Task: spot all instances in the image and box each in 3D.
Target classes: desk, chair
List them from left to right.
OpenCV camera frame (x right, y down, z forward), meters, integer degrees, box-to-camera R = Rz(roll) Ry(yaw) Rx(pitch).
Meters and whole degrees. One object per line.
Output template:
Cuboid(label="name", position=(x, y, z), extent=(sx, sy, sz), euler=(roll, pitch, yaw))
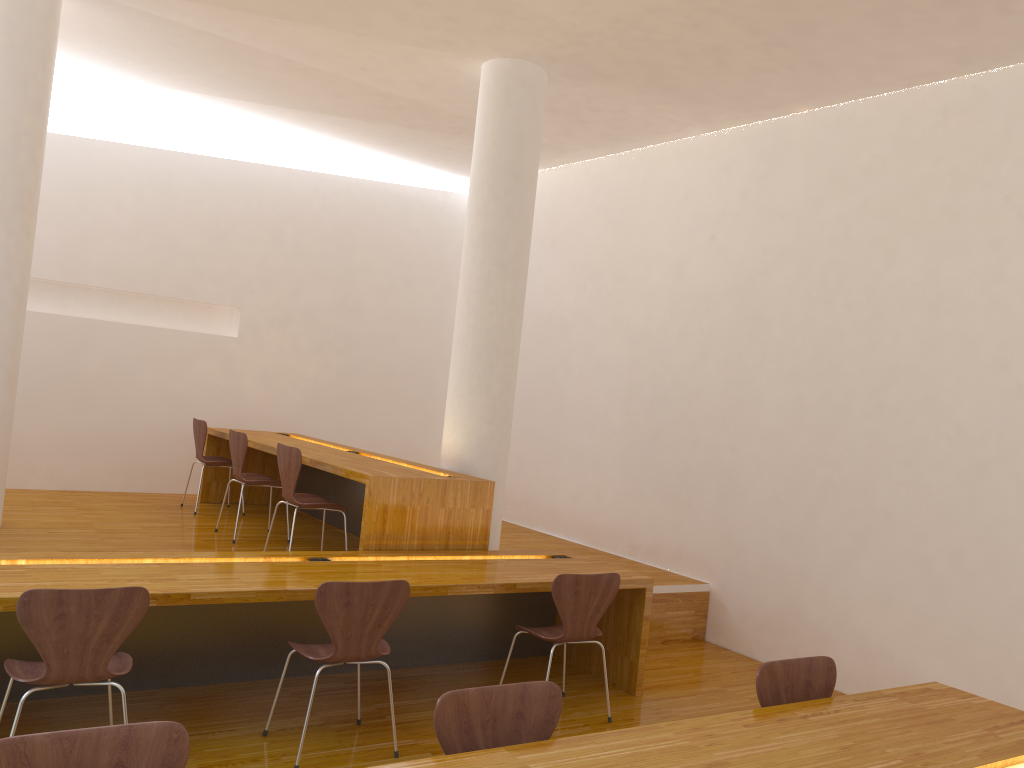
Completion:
Cuboid(label="chair", position=(-1.489, 0.990, 2.978), extent=(0.428, 0.693, 0.381), euler=(7, -2, -33))
Cuboid(label="chair", position=(-0.774, 1.032, 1.596), extent=(0.428, 0.693, 0.381), euler=(7, -2, -33))
Cuboid(label="chair", position=(-2.259, 0.628, 6.799), extent=(0.381, 0.693, 0.428), euler=(7, -2, -33))
Cuboid(label="chair", position=(-1.676, 0.667, 5.844), extent=(0.381, 0.693, 0.428), euler=(7, -2, -33))
Cuboid(label="chair", position=(-1.141, 0.703, 5.034), extent=(0.381, 0.693, 0.428), euler=(7, -2, -33))
Cuboid(label="desk", position=(-1.314, 0.748, 6.057), extent=(0.760, 0.606, 3.185), euler=(7, -2, -33))
Cuboid(label="desk", position=(-0.825, 1.132, 4.008), extent=(3.185, 0.606, 0.760), euler=(7, -2, -33))
Cuboid(label="chair", position=(-0.684, 1.086, 3.514), extent=(0.428, 0.693, 0.381), euler=(7, -2, -33))
Cuboid(label="chair", position=(0.031, 1.129, 2.131), extent=(0.428, 0.693, 0.381), euler=(7, -2, -33))
Cuboid(label="chair", position=(0.222, 1.196, 4.162), extent=(0.428, 0.693, 0.381), euler=(7, -2, -33))
Cuboid(label="desk", position=(0.458, 1.368, 1.690), extent=(3.236, 0.918, 1.285), euler=(7, -2, -33))
Cuboid(label="chair", position=(0.979, 1.241, 2.715), extent=(0.428, 0.693, 0.381), euler=(7, -2, -33))
